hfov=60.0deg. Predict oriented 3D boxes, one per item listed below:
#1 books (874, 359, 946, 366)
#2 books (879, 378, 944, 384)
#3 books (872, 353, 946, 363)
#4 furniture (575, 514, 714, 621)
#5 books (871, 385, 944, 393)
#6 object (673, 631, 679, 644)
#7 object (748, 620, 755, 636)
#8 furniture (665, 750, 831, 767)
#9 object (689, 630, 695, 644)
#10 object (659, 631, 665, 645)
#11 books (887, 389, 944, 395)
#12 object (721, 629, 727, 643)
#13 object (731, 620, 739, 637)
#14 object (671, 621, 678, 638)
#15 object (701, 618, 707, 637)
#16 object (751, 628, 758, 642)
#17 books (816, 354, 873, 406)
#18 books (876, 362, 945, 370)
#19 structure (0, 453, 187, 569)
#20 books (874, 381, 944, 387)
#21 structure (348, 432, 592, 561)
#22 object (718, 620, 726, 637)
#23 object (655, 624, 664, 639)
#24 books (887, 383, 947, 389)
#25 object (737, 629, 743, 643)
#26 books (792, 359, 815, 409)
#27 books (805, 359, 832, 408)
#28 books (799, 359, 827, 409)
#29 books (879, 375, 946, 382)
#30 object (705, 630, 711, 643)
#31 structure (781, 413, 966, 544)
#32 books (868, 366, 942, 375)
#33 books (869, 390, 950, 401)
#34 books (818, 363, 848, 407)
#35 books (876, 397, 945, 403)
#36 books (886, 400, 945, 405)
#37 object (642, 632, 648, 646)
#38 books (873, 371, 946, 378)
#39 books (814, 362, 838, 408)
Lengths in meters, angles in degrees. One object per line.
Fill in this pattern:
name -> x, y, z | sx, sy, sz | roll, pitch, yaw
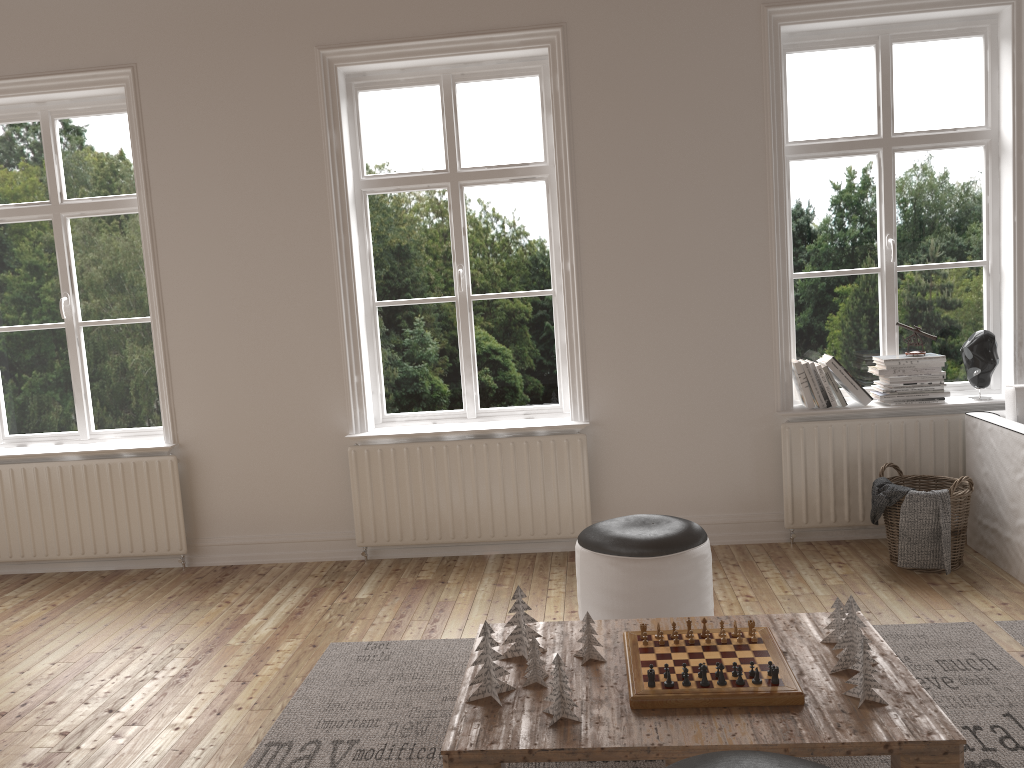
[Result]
books -> 1.960, -0.116, 4.383 | 0.288, 0.016, 0.182 | -3, 6, 5
books -> 1.973, -0.020, 4.388 | 0.254, 0.012, 0.161 | -3, 6, 5
books -> 1.952, -0.130, 4.371 | 0.288, 0.016, 0.182 | -3, 6, 5
furniture -> 0.509, 0.754, 3.416 | 0.518, 0.430, 0.518 | -1, 7, 26
books -> 1.965, 0.017, 4.415 | 0.288, 0.016, 0.182 | -3, 6, 5
object -> 0.467, 0.719, 2.520 | 0.017, 0.037, 0.017 | -1, 7, 24
object -> 0.687, 0.700, 2.543 | 0.019, 0.040, 0.019 | 1, 8, 39
furniture -> 0.461, 0.959, 1.596 | 0.518, 0.430, 0.518 | -3, 6, 8
object -> 0.509, 0.716, 2.517 | 0.017, 0.037, 0.017 | -1, 7, 24
object -> 0.426, 0.721, 2.523 | 0.017, 0.037, 0.017 | -1, 7, 24
books -> 1.981, 0.031, 4.400 | 0.254, 0.013, 0.161 | -3, 6, 5
object -> 0.598, 0.711, 2.506 | 0.017, 0.037, 0.017 | -1, 7, 24
object -> 0.643, 0.700, 2.548 | 0.026, 0.044, 0.026 | -9, 8, -39
object -> 0.469, 0.709, 2.564 | 0.022, 0.047, 0.022 | 1, 8, 37
object -> 0.555, 0.699, 2.557 | 0.025, 0.055, 0.025 | 1, 8, 37
object -> 0.683, 0.706, 2.499 | 0.017, 0.037, 0.017 | -1, 7, 24
books -> 1.659, -0.023, 4.424 | 0.226, 0.255, 0.176 | -3, 6, 5
books -> 1.963, -0.097, 4.386 | 0.273, 0.021, 0.174 | -3, 6, 5
structure -> -2.325, 0.808, 4.748 | 1.223, 0.829, 0.085 | -3, 6, 5
books -> 1.963, -0.008, 4.397 | 0.285, 0.012, 0.159 | -3, 6, 5
structure -> -0.206, 0.685, 4.555 | 1.223, 0.829, 0.095 | -3, 6, 5
object -> 0.604, 0.701, 2.550 | 0.022, 0.047, 0.022 | 1, 8, 37
object -> 0.425, 0.713, 2.568 | 0.026, 0.044, 0.026 | -9, 8, -39
books -> 1.985, 0.003, 4.388 | 0.256, 0.013, 0.161 | -3, 6, 5
object -> 0.642, 0.709, 2.501 | 0.017, 0.037, 0.017 | -1, 7, 24
books -> 1.449, -0.004, 4.449 | 0.093, 0.239, 0.172 | -3, 6, 5
books -> 1.524, -0.003, 4.435 | 0.104, 0.232, 0.152 | -3, 6, 5
books -> 1.492, -0.003, 4.435 | 0.112, 0.235, 0.172 | -3, 6, 5
books -> 1.979, -0.037, 4.394 | 0.263, 0.017, 0.167 | -3, 6, 5
object -> 0.555, 0.714, 2.511 | 0.017, 0.037, 0.017 | -1, 7, 24
structure -> 1.954, 0.559, 4.359 | 1.223, 0.829, 0.095 | -3, 6, 5
books -> 1.946, -0.075, 4.406 | 0.296, 0.028, 0.180 | -3, 6, 5
books -> 1.970, 0.050, 4.404 | 0.331, 0.025, 0.176 | -3, 6, 5
books -> 1.592, 0.003, 4.428 | 0.118, 0.213, 0.161 | -3, 6, 5
books -> 1.968, 0.071, 4.396 | 0.285, 0.012, 0.159 | -3, 6, 5
books -> 1.984, 0.082, 4.400 | 0.254, 0.012, 0.161 | -3, 6, 5
object -> 0.380, 0.724, 2.527 | 0.017, 0.037, 0.017 | -1, 7, 24
books -> 1.970, -0.054, 4.407 | 0.288, 0.016, 0.182 | -3, 6, 5
books -> 1.554, 0.001, 4.437 | 0.101, 0.218, 0.161 | -3, 6, 5
